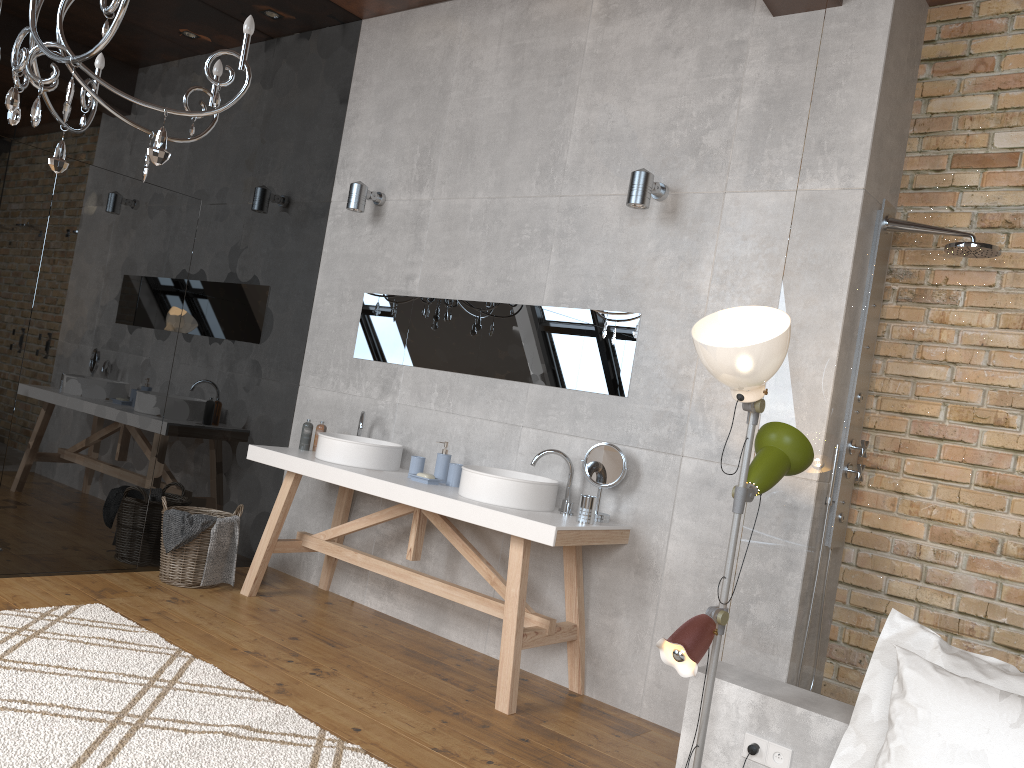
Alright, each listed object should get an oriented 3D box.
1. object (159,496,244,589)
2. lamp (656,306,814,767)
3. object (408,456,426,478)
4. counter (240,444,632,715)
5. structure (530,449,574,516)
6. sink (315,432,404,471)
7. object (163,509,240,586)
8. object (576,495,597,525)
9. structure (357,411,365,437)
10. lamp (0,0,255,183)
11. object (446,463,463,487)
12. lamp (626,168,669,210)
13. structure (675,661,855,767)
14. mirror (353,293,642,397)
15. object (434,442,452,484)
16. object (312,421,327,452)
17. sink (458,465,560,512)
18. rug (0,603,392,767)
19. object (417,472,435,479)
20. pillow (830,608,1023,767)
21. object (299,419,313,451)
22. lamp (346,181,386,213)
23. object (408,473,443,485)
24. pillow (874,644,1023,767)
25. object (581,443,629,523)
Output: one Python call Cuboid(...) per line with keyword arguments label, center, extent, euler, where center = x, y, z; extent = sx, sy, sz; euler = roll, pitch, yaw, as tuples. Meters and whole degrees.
Cuboid(label="object", center=(-1.662, 0.827, 4.671), extent=(0.393, 0.432, 0.393), euler=(9, -2, 31))
Cuboid(label="lamp", center=(0.591, 0.569, 2.509), extent=(0.270, 1.582, 0.561), euler=(9, -2, 36))
Cuboid(label="object", center=(-0.464, 0.408, 4.323), extent=(0.075, 0.108, 0.075), euler=(10, -1, -15))
Cuboid(label="counter", center=(-0.475, 0.846, 4.256), extent=(2.011, 0.765, 0.630), euler=(8, -2, 39))
Cuboid(label="structure", center=(0.208, 0.430, 3.946), extent=(0.242, 0.268, 0.141), euler=(9, -2, 34))
Cuboid(label="sink", center=(-0.788, 0.349, 4.582), extent=(0.445, 0.128, 0.442), euler=(9, -1, 21))
Cuboid(label="object", center=(-1.660, 0.836, 4.622), extent=(0.378, 0.361, 0.357), euler=(8, -2, 44))
Cuboid(label="object", center=(0.309, 0.519, 3.667), extent=(0.073, 0.111, 0.073), euler=(9, -2, 31))
Cuboid(label="structure", center=(-0.841, 0.275, 4.801), extent=(0.242, 0.268, 0.141), euler=(8, -2, 44))
Cuboid(label="lamp", center=(-1.529, -1.581, 2.848), extent=(1.409, 1.594, 1.409), euler=(10, -2, -29))
Cuboid(label="object", center=(-0.274, 0.439, 4.267), extent=(0.075, 0.108, 0.075), euler=(10, -2, -30))
Cuboid(label="lamp", center=(0.596, -0.836, 3.862), extent=(0.101, 0.168, 0.243), euler=(8, -2, 39))
Cuboid(label="structure", center=(1.654, 1.283, 1.883), extent=(2.820, 0.494, 0.206), euler=(8, -2, 39))
Cuboid(label="mirror", center=(-0.166, -0.231, 4.501), extent=(1.838, 0.377, 0.007), euler=(8, -2, 39))
Cuboid(label="object", center=(-0.337, 0.382, 4.340), extent=(0.076, 0.201, 0.076), euler=(9, -2, 32))
Cuboid(label="object", center=(-1.055, 0.290, 4.878), extent=(0.058, 0.172, 0.058), euler=(9, -1, 24))
Cuboid(label="sink", center=(-0.015, 0.463, 3.952), extent=(0.442, 0.128, 0.445), euler=(9, -1, 3))
Cuboid(label="rug", center=(-1.178, 1.061, 2.334), extent=(3.139, 0.019, 1.726), euler=(8, -2, 39))
Cuboid(label="object", center=(-0.409, 0.441, 4.211), extent=(0.084, 0.035, 0.067), euler=(8, -2, 41))
Cuboid(label="pillow", center=(1.539, 0.933, 1.725), extent=(1.746, 0.517, 0.358), euler=(8, -2, 38))
Cuboid(label="object", center=(-1.122, 0.278, 4.844), extent=(0.058, 0.172, 0.058), euler=(9, -1, 18))
Cuboid(label="lamp", center=(-0.820, -1.045, 5.016), extent=(0.101, 0.168, 0.243), euler=(8, -2, 39))
Cuboid(label="object", center=(-0.412, 0.454, 4.212), extent=(0.147, 0.031, 0.100), euler=(8, -2, 41))
Cuboid(label="pillow", center=(1.124, 0.859, 1.851), extent=(0.744, 0.397, 0.276), euler=(8, -2, 39))
Cuboid(label="object", center=(0.388, 0.421, 3.827), extent=(0.192, 0.338, 0.118), euler=(10, -1, -5))
